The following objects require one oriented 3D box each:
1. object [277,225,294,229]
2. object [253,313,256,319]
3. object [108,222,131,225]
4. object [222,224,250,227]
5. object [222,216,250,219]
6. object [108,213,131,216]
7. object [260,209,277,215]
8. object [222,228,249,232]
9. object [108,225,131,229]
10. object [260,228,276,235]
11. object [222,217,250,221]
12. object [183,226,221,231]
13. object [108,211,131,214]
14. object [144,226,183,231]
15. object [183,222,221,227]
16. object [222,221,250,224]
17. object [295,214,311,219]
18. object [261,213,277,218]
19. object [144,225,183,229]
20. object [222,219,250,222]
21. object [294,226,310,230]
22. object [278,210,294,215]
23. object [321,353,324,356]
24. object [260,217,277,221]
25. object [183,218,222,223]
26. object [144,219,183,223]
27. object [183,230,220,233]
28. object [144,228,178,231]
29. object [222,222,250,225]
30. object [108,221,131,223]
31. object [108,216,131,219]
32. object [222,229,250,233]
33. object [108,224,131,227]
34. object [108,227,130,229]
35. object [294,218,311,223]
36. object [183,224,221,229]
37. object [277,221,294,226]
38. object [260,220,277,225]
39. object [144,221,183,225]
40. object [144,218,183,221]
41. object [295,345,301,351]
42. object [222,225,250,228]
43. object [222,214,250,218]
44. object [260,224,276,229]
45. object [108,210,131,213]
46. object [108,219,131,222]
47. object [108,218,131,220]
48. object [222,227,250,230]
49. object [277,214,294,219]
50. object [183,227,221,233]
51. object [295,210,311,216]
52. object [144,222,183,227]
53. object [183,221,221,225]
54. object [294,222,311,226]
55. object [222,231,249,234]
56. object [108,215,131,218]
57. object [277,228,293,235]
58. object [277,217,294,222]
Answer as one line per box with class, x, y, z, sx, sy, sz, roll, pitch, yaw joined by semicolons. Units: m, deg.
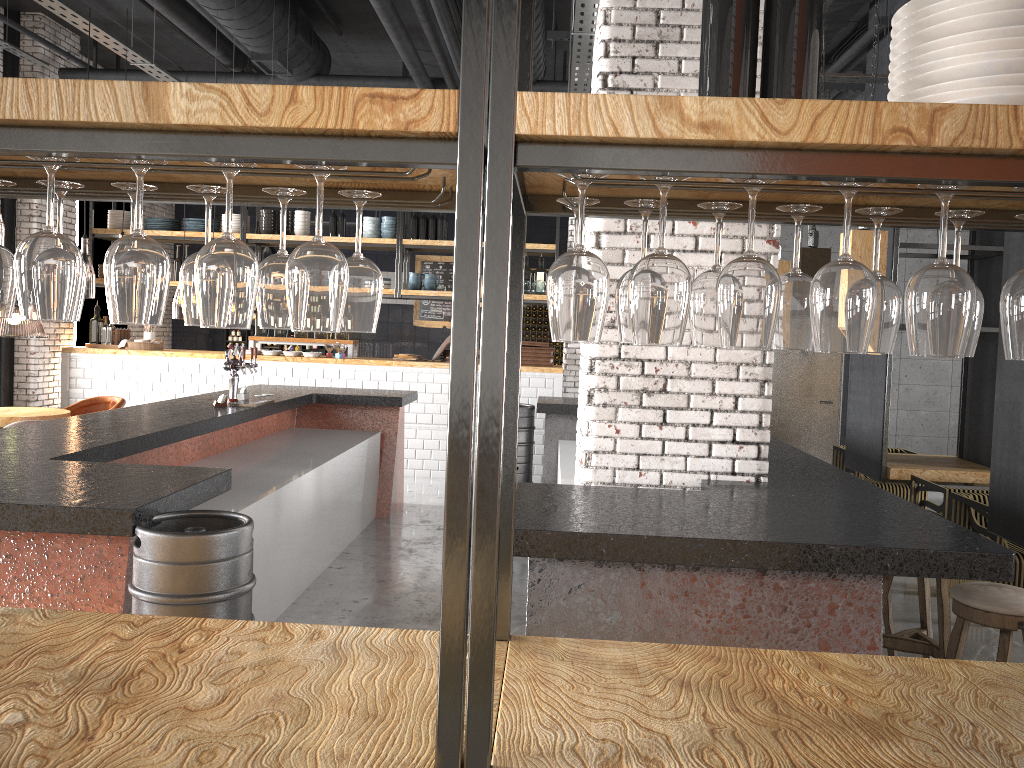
object;-2.791;-1.899;10.911;0.196;0.101;0.196;4;3;22
object;-4.065;-1.074;13.983;0.092;0.112;0.100;2;3;-11
object;-4.834;-1.967;11.001;0.334;0.044;0.335;0;4;-31
object;-3.405;-1.945;10.932;0.334;0.040;0.335;-1;5;-43
object;-3.402;-2.038;10.929;0.334;0.039;0.335;1;4;-22
object;-4.829;-2.079;10.996;0.334;0.040;0.335;2;3;-7
object;-2.998;-2.086;10.915;0.196;0.105;0.196;4;3;24
object;-3.407;-1.886;10.935;0.334;0.037;0.335;0;4;-31
object;-4.835;-1.928;11.003;0.335;0.042;0.335;5;4;41
object;-3.005;-1.864;10.923;0.196;0.102;0.196;3;3;15
object;-3.402;-2.019;10.931;0.334;0.044;0.335;1;4;-27
object;-3.828;-1.910;10.954;0.454;0.042;0.454;0;4;-37
object;-4.828;-2.099;10.996;0.335;0.041;0.335;2;3;-1
object;-4.317;-1.907;10.978;0.454;0.043;0.454;3;3;5
object;-3.825;-1.956;10.953;0.454;0.037;0.454;-1;5;-43
object;-3.404;-1.980;10.931;0.334;0.042;0.335;1;3;-14
object;-2.573;-2.022;10.894;0.196;0.100;0.197;2;3;-1
object;-2.993;-2.041;10.912;0.196;0.107;0.196;4;4;31
object;-4.316;-1.931;10.977;0.454;0.044;0.454;2;3;-2
object;-3.403;-1.999;10.932;0.334;0.041;0.335;0;4;-28
object;-2.580;-1.890;10.897;0.196;0.104;0.197;1;3;-21
object;-2.784;-2.076;10.905;0.196;0.103;0.197;1;3;-21
object;-3.008;-0.433;13.958;0.092;0.108;0.105;3;3;14
object;-2.999;-1.996;10.916;0.196;0.100;0.197;0;4;-32
object;-3.823;-2.004;10.951;0.454;0.039;0.454;4;4;22
object;-4.313;-2.001;10.974;0.454;0.047;0.454;2;3;0
object;-3.829;-1.862;10.956;0.454;0.033;0.454;3;3;11
object;-4.317;-1.883;10.979;0.454;0.033;0.454;3;3;11
object;-3.405;-1.960;10.932;0.335;0.039;0.335;3;3;10
object;-4.833;-1.986;10.999;0.334;0.042;0.335;0;4;-37
object;-4.830;-2.040;10.997;0.335;0.038;0.335;4;4;23
object;-3.408;-1.868;10.937;0.334;0.045;0.335;1;3;-17
object;-4.835;-1.947;11.001;0.334;0.039;0.335;2;3;-10
object;-4.835;-1.908;11.003;0.335;0.033;0.335;5;4;41
object;-2.576;-1.979;10.899;0.196;0.103;0.196;3;3;19
object;-3.826;-1.933;10.953;0.454;0.038;0.454;2;3;4
object;-2.788;-1.944;10.904;0.196;0.107;0.196;1;3;-26
object;-3.002;-1.952;10.919;0.196;0.102;0.196;4;4;32
object;-4.313;-1.978;10.974;0.454;0.043;0.454;3;3;8
object;-4.312;-2.025;10.972;0.454;0.050;0.454;3;3;16
object;-3.366;-0.560;13.970;0.088;0.108;0.107;0;3;-37
object;-3.406;-1.925;10.934;0.334;0.039;0.335;0;4;-31
object;-3.400;-2.057;10.929;0.334;0.039;0.335;1;4;-24
object;-3.005;-1.909;10.921;0.196;0.104;0.196;0;4;-33
object;-4.826;-2.118;10.995;0.334;0.039;0.335;2;3;-6
object;-4.832;-2.005;10.999;0.335;0.038;0.335;4;4;28
object;-4.832;-2.021;10.999;0.335;0.043;0.335;5;4;42
object;-3.407;-1.906;10.934;0.334;0.040;0.335;0;4;-33
object;-2.786;-2.032;10.903;0.196;0.102;0.196;2;3;-4
object;-3.828;-1.887;10.956;0.454;0.045;0.454;1;4;-23
object;-2.570;-2.067;10.896;0.196;0.103;0.197;1;3;-20
object;-4.314;-1.954;10.976;0.454;0.038;0.454;1;4;-20
object;-3.824;-1.981;10.950;0.454;0.050;0.454;1;4;-22
object;-2.575;-1.934;10.895;0.196;0.104;0.196;5;4;38
object;-3.409;-1.847;10.937;0.335;0.033;0.335;5;4;41
object;-4.829;-2.059;10.997;0.334;0.034;0.335;1;4;-21
object;-2.794;-1.855;10.915;0.196;0.104;0.196;5;4;39
object;-2.788;-1.988;10.905;0.196;0.102;0.196;3;3;13
